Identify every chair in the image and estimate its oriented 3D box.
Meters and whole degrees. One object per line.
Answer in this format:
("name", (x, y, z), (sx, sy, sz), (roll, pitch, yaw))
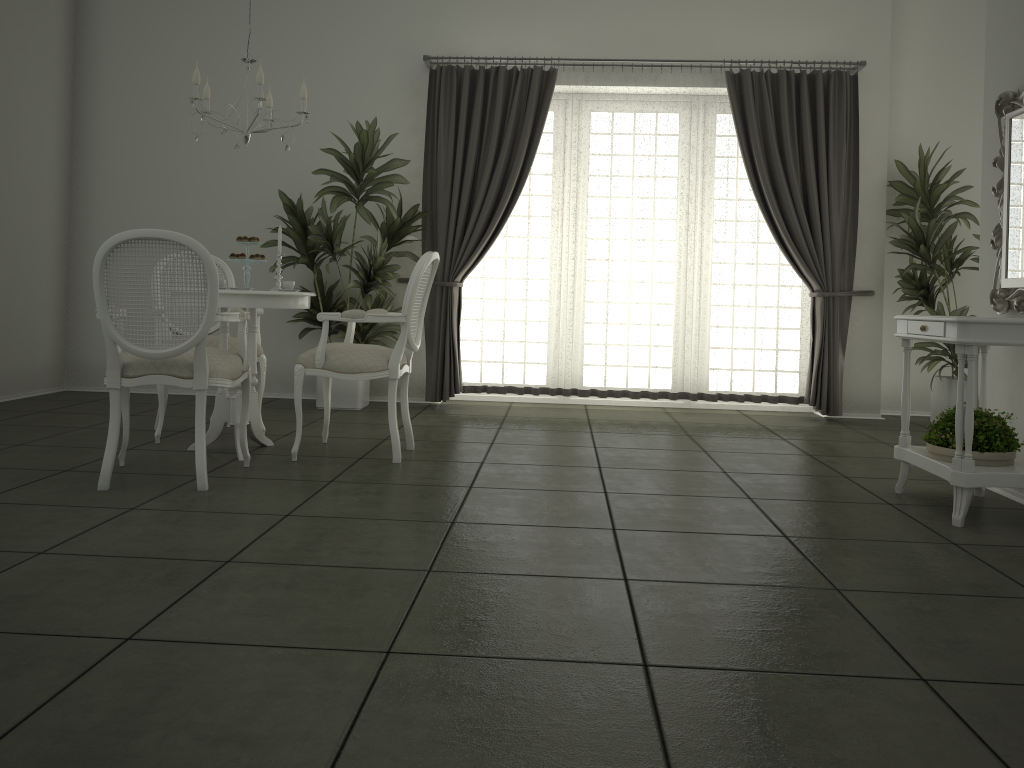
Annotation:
("chair", (-0.737, -0.166, 4.585), (0.690, 1.063, 0.596), (2, 1, 4))
("chair", (-1.474, -0.114, 3.813), (0.595, 1.063, 0.691), (1, 2, -6))
("chair", (-1.796, -0.246, 5.116), (0.594, 1.063, 0.692), (1, 2, -31))

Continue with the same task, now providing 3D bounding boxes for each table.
("table", (1.911, 0.122, 3.680), (0.432, 0.805, 0.700), (2, 2, 3))
("table", (-1.398, -0.066, 4.546), (0.740, 0.829, 0.742), (2, 2, 0))

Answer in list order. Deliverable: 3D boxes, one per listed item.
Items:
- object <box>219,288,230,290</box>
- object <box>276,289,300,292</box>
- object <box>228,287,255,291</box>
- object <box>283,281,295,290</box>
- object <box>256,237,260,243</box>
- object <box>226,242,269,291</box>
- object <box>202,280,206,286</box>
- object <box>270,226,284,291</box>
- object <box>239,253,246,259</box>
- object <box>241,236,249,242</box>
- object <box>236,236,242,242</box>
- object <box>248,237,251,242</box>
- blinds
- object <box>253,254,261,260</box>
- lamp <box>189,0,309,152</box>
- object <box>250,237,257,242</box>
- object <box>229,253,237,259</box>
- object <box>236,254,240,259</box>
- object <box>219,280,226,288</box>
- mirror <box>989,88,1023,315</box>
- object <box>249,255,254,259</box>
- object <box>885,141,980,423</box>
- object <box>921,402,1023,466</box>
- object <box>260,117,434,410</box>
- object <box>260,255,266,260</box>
("object", (-1.555, -0.506, 4.695), (0.118, 0.016, 0.119), (2, 5, 3))
("object", (-1.160, -0.484, 4.583), (0.118, 0.016, 0.119), (1, 5, -7))
("object", (-1.322, -0.464, 4.318), (0.118, 0.016, 0.119), (1, 5, -7))
("object", (-1.155, -0.508, 4.589), (0.062, 0.049, 0.078), (4, 4, 36))
("object", (-1.328, -0.746, 4.585), (0.039, 0.032, 0.039), (-1, 4, -41))
("object", (-1.369, -0.607, 4.566), (0.211, 0.248, 0.211), (3, 3, 36))
("object", (-1.472, -0.484, 4.293), (0.062, 0.049, 0.078), (2, 4, 13))
("object", (-1.249, -0.677, 4.736), (0.088, 0.364, 0.088), (2, 0, -19))
("object", (-1.371, -0.650, 4.493), (0.039, 0.032, 0.039), (0, 4, -31))
("object", (-1.367, -0.742, 4.525), (0.039, 0.032, 0.039), (3, 4, 24))
("object", (-1.402, -0.745, 4.548), (0.039, 0.032, 0.039), (4, 4, 34))
("object", (-1.363, -0.750, 4.608), (0.039, 0.032, 0.039), (3, 4, 24))
("blinds", (0.936, -1.097, 6.790), (3.659, 2.603, 0.660), (2, 0, 3))
("object", (-1.306, -0.652, 4.526), (0.039, 0.032, 0.039), (-1, 4, -36))
("lamp", (-1.318, -2.432, 4.542), (0.592, 2.437, 0.595), (2, 0, -19))
("object", (-1.331, -0.743, 4.544), (0.039, 0.032, 0.039), (2, 3, 9))
("object", (-1.433, -0.656, 4.533), (0.039, 0.032, 0.039), (-1, 4, -36))
("object", (-1.429, -0.663, 4.606), (0.039, 0.032, 0.039), (-1, 4, -36))
("object", (-1.552, -0.529, 4.688), (0.062, 0.049, 0.078), (1, 4, -17))
("mirror", (2.223, -0.886, 3.672), (0.082, 1.208, 0.839), (2, 2, 3))
("object", (-1.364, -0.664, 4.640), (0.039, 0.032, 0.039), (5, 4, 44))
("object", (3.302, -0.740, 6.402), (1.163, 2.095, 1.040), (2, 1, 21))
("object", (1.918, 0.197, 3.680), (0.374, 0.231, 0.348), (2, 4, -1))
("object", (-1.245, -0.877, 6.485), (1.163, 2.095, 1.040), (2, 1, 21))
("object", (-1.302, -0.659, 4.600), (0.039, 0.032, 0.039), (3, 4, 24))
